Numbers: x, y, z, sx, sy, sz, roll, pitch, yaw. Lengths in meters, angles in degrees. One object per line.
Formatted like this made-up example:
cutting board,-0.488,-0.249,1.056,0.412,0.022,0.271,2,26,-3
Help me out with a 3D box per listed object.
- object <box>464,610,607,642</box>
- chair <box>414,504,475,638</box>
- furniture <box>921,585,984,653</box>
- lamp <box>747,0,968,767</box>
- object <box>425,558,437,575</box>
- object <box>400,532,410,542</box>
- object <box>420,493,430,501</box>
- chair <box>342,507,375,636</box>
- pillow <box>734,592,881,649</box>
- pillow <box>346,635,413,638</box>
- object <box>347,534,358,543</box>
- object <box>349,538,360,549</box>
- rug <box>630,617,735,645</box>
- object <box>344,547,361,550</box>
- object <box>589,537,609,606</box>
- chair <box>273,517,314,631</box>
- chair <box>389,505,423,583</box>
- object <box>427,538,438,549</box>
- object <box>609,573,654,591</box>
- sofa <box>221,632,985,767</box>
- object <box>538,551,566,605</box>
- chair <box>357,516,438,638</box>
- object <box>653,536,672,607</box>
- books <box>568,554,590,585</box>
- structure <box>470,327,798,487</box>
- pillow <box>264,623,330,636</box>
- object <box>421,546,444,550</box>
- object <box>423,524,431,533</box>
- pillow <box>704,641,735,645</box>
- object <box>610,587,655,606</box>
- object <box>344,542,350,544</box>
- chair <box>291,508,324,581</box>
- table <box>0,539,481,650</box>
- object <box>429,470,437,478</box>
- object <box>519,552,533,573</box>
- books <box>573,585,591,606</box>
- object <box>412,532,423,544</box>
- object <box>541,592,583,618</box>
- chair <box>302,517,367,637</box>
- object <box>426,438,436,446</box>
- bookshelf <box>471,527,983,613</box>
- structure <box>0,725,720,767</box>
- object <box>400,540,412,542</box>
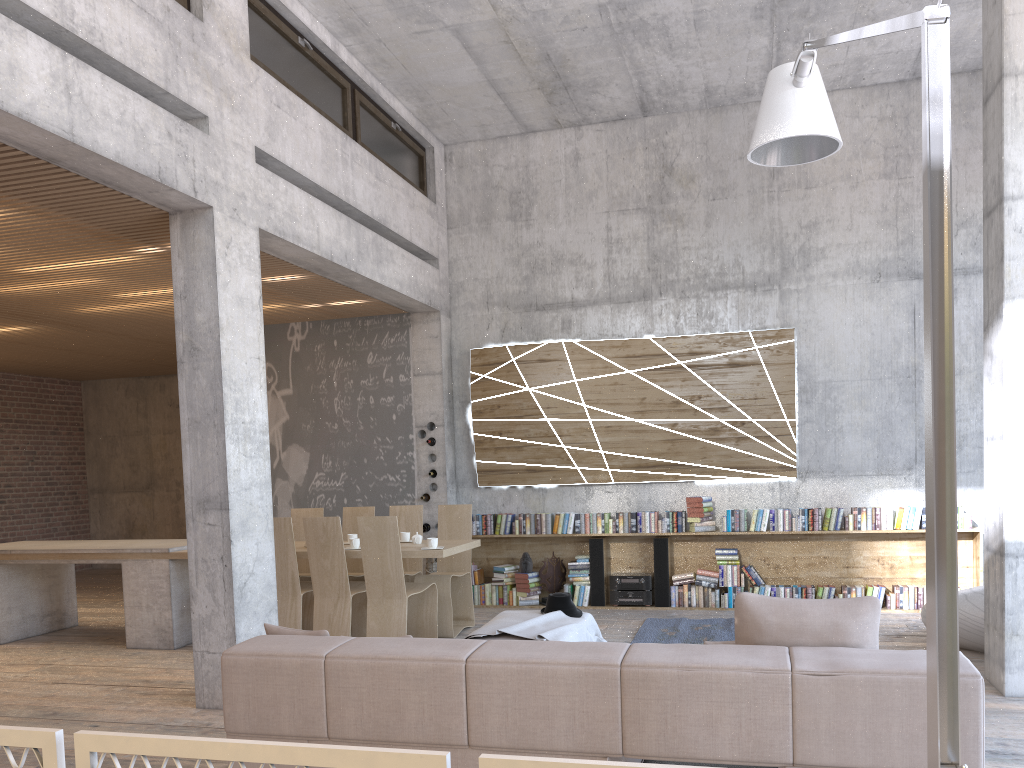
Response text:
object,0.303,1.838,6.149,1.047,0.503,1.595,-4,-5,34
chair,-0.632,1.749,8.273,0.349,1.199,0.719,-1,1,16
furniture,4.143,1.816,6.861,1.790,0.813,1.635,1,-5,-37
lamp,1.217,0.096,3.306,0.756,3.434,2.623,-2,0,3
object,-0.877,2.136,9.591,0.248,0.685,0.270,-3,2,-22
object,-0.987,1.414,8.092,0.093,0.088,0.117,-1,-2,-20
object,-0.942,1.262,9.757,0.095,0.095,0.338,-2,-5,15
chair,-1.616,1.806,8.515,0.349,1.199,0.719,-1,1,16
pillow,1.196,1.113,3.551,0.564,0.559,0.220,-2,2,18
pillow,-0.590,1.317,4.043,0.371,0.360,0.186,-2,1,15
object,-1.474,1.432,8.103,0.093,0.088,0.117,-2,-2,-10
object,-1.341,1.368,7.507,0.093,0.088,0.117,-1,-2,-31
rug,1.488,2.135,6.996,1.164,0.049,2.920,-3,-6,15
object,-1.347,1.412,7.521,0.185,0.014,0.186,-2,-5,2
object,0.936,2.031,9.434,0.152,0.763,0.271,-1,2,16
chair,-1.876,1.727,7.584,0.349,1.199,0.719,-1,1,13
chair,-1.107,1.783,8.457,0.349,1.199,0.719,-1,1,11
object,-0.653,1.323,7.271,0.093,0.088,0.117,-1,-2,-31
object,1.275,2.103,9.321,0.441,0.161,0.304,-3,-4,16
sofa,0.589,1.570,4.842,3.001,0.787,3.013,-3,-5,16
object,0.449,2.108,9.576,0.343,0.571,0.196,-2,2,-24
chair,-0.923,1.662,7.234,0.349,1.199,0.719,-1,1,19
object,1.590,1.992,9.250,0.152,0.763,0.271,-1,2,16
books,0.743,2.006,9.462,0.252,0.324,0.217,-2,1,18
structure,1.205,0.284,9.212,3.416,1.543,0.356,-3,2,16
pillow,-0.975,1.302,4.128,0.363,0.368,0.187,-2,1,21
object,-0.659,1.366,7.285,0.185,0.014,0.186,-2,-5,2
object,-0.939,1.614,9.863,0.090,0.090,0.335,-2,-5,15
pillow,0.978,1.240,3.727,0.376,0.374,0.168,-2,2,-11
object,1.282,2.265,9.335,0.441,0.164,0.293,-3,-3,16
object,-1.467,1.470,8.098,0.185,0.014,0.185,-5,-6,28
chair,-2.119,1.830,8.595,0.349,1.199,0.719,-2,1,10
table,-2.907,1.969,8.320,5.194,0.927,1.010,-3,-2,16
object,-0.851,0.997,9.754,0.093,0.093,0.347,-2,-5,15
object,0.152,1.940,9.527,0.145,0.230,0.135,-2,1,13
books,0.763,2.270,9.445,0.200,0.229,0.189,-2,0,16
object,-0.849,1.380,7.848,0.089,0.112,0.122,-2,-1,7
object,0.354,1.583,6.294,0.302,0.169,0.299,-2,-3,3
chair,-1.393,1.696,7.431,0.349,1.199,0.718,-1,1,21
object,-0.874,0.639,9.697,0.090,0.090,0.335,-2,-5,15
bookshelf,1.926,1.935,9.141,5.329,0.808,0.301,-3,2,16
structure,0.112,1.057,0.621,4.433,0.937,1.927,-3,-4,16
object,-0.980,1.453,8.088,0.185,0.014,0.185,-4,-6,19
